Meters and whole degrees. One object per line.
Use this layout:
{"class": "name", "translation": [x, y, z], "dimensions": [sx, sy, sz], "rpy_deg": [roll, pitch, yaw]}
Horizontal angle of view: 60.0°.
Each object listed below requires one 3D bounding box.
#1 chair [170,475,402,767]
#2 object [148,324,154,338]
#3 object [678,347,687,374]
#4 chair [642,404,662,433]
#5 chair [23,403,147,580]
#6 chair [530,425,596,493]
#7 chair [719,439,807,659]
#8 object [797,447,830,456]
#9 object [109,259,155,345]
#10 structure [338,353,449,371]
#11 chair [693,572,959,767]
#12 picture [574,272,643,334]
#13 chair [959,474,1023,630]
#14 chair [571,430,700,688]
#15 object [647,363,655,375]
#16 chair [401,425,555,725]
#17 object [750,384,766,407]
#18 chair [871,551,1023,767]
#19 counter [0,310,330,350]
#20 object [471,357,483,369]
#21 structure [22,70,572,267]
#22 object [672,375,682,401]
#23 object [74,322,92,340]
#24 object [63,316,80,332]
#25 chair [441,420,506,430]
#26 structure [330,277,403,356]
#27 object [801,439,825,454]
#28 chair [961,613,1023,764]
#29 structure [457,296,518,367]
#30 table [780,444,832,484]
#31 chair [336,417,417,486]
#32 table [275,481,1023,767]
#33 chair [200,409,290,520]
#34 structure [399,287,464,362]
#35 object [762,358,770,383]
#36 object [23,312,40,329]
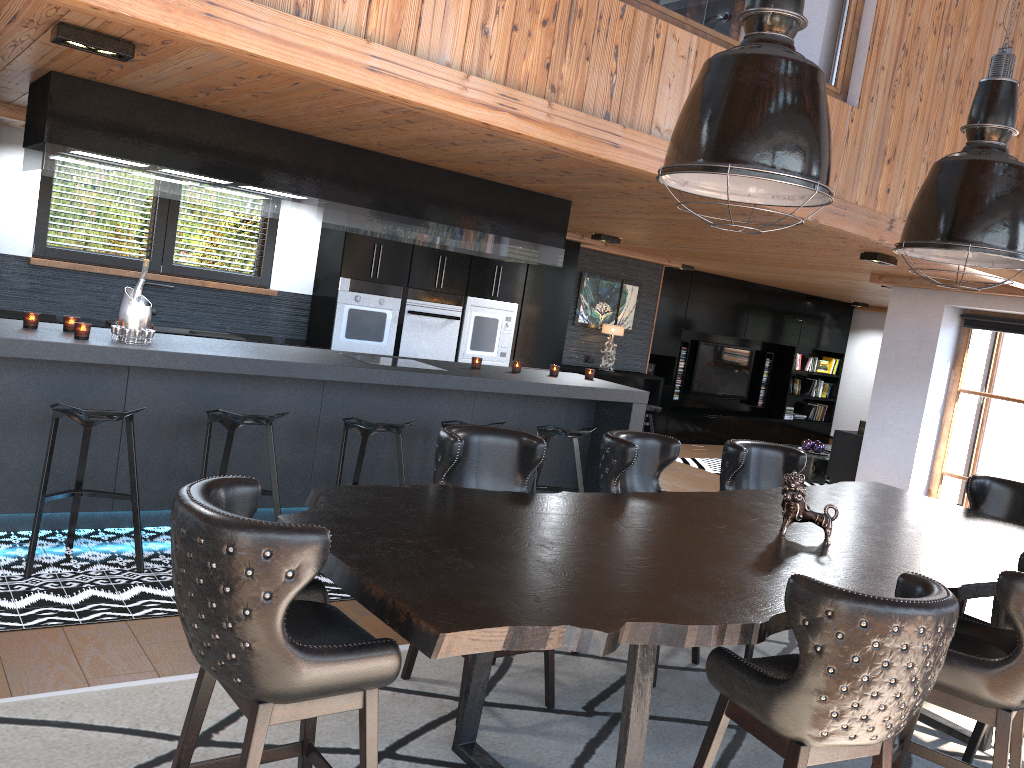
{"class": "chair", "translation": [-0.623, 0.819, 2.259], "dimensions": [0.574, 1.090, 0.499], "rpy_deg": [5, 6, -38]}
{"class": "object", "translation": [-2.089, -0.301, 5.049], "dimensions": [0.079, 0.081, 0.080], "rpy_deg": [11, 5, 18]}
{"class": "object", "translation": [2.326, -0.336, 12.386], "dimensions": [0.126, 0.379, 0.124], "rpy_deg": [5, 6, -37]}
{"class": "chair", "translation": [1.414, 0.589, 9.789], "dimensions": [0.397, 0.720, 0.389], "rpy_deg": [5, 6, -37]}
{"class": "chair", "translation": [-2.139, 0.485, 4.458], "dimensions": [0.545, 0.838, 0.465], "rpy_deg": [5, 6, -37]}
{"class": "chair", "translation": [0.277, 0.678, 6.329], "dimensions": [0.545, 0.838, 0.465], "rpy_deg": [5, 6, -36]}
{"class": "chair", "translation": [1.332, 0.885, 4.758], "dimensions": [0.509, 1.090, 0.564], "rpy_deg": [6, 6, -28]}
{"class": "object", "translation": [3.668, 0.823, 10.780], "dimensions": [0.397, 0.021, 0.392], "rpy_deg": [7, 6, -18]}
{"class": "object", "translation": [-2.016, -0.448, 4.764], "dimensions": [0.227, 0.452, 0.224], "rpy_deg": [5, 6, -37]}
{"class": "structure", "translation": [-0.805, -0.141, 5.979], "dimensions": [0.617, 0.017, 0.499], "rpy_deg": [5, 7, -37]}
{"class": "chair", "translation": [0.839, 1.038, 2.476], "dimensions": [0.509, 1.090, 0.564], "rpy_deg": [6, 6, -28]}
{"class": "picture", "translation": [1.100, -0.909, 10.051], "dimensions": [0.936, 0.593, 0.010], "rpy_deg": [5, 6, -37]}
{"class": "chair", "translation": [2.578, 1.072, 4.764], "dimensions": [0.574, 1.090, 0.499], "rpy_deg": [5, 6, -38]}
{"class": "chair", "translation": [0.638, 0.811, 4.307], "dimensions": [0.562, 1.090, 0.510], "rpy_deg": [13, 6, 37]}
{"class": "object", "translation": [1.764, -0.164, 11.922], "dimensions": [0.158, 0.266, 0.263], "rpy_deg": [5, 6, -37]}
{"class": "chair", "translation": [-0.107, 0.757, 3.679], "dimensions": [0.510, 1.090, 0.563], "rpy_deg": [5, 6, -38]}
{"class": "object", "translation": [3.766, 0.158, 13.558], "dimensions": [0.126, 0.378, 0.124], "rpy_deg": [5, 6, -37]}
{"class": "chair", "translation": [1.536, 1.093, 2.926], "dimensions": [0.562, 1.090, 0.510], "rpy_deg": [13, 6, 37]}
{"class": "counter", "translation": [-2.736, -0.412, 6.984], "dimensions": [2.595, 0.040, 0.526], "rpy_deg": [5, 7, -37]}
{"class": "object", "translation": [-0.258, -0.152, 6.443], "dimensions": [0.079, 0.081, 0.079], "rpy_deg": [10, 5, 8]}
{"class": "structure", "translation": [-1.119, -1.220, 5.495], "dimensions": [3.286, 0.475, 0.704], "rpy_deg": [5, 7, -37]}
{"class": "object", "translation": [2.267, 0.037, 12.417], "dimensions": [0.126, 0.378, 0.124], "rpy_deg": [5, 6, -37]}
{"class": "object", "translation": [-2.221, -0.274, 4.582], "dimensions": [0.079, 0.081, 0.080], "rpy_deg": [11, 5, 18]}
{"class": "object", "translation": [-2.396, -0.326, 4.815], "dimensions": [0.079, 0.081, 0.080], "rpy_deg": [11, 5, 18]}
{"class": "chair", "translation": [-0.361, 0.623, 5.877], "dimensions": [0.545, 0.838, 0.464], "rpy_deg": [5, 7, -40]}
{"class": "structure", "translation": [-1.358, -0.585, 7.871], "dimensions": [0.606, 0.672, 0.378], "rpy_deg": [5, 6, -37]}
{"class": "object", "translation": [3.682, 0.757, 10.790], "dimensions": [0.281, 0.142, 0.267], "rpy_deg": [13, 7, 36]}
{"class": "chair", "translation": [2.281, 1.147, 3.554], "dimensions": [0.510, 1.090, 0.563], "rpy_deg": [5, 6, -38]}
{"class": "structure", "translation": [-0.229, -0.472, 8.527], "dimensions": [0.600, 0.670, 0.039], "rpy_deg": [5, 6, -37]}
{"class": "table", "translation": [3.894, 1.008, 10.983], "dimensions": [1.540, 0.371, 0.888], "rpy_deg": [5, 7, -36]}
{"class": "chair", "translation": [-0.886, 0.591, 5.377], "dimensions": [0.544, 0.838, 0.465], "rpy_deg": [6, 6, -31]}
{"class": "table", "translation": [0.948, 1.034, 3.507], "dimensions": [3.839, 0.948, 1.416], "rpy_deg": [5, 7, -37]}
{"class": "chair", "translation": [-1.557, 0.527, 4.954], "dimensions": [0.545, 0.838, 0.464], "rpy_deg": [5, 7, -40]}
{"class": "structure", "translation": [-0.725, -0.511, 8.135], "dimensions": [0.601, 0.672, 0.089], "rpy_deg": [5, 6, -37]}
{"class": "object", "translation": [3.824, -0.214, 13.527], "dimensions": [0.126, 0.379, 0.124], "rpy_deg": [5, 6, -37]}
{"class": "object", "translation": [-2.549, -0.338, 4.699], "dimensions": [0.079, 0.081, 0.080], "rpy_deg": [11, 5, 18]}
